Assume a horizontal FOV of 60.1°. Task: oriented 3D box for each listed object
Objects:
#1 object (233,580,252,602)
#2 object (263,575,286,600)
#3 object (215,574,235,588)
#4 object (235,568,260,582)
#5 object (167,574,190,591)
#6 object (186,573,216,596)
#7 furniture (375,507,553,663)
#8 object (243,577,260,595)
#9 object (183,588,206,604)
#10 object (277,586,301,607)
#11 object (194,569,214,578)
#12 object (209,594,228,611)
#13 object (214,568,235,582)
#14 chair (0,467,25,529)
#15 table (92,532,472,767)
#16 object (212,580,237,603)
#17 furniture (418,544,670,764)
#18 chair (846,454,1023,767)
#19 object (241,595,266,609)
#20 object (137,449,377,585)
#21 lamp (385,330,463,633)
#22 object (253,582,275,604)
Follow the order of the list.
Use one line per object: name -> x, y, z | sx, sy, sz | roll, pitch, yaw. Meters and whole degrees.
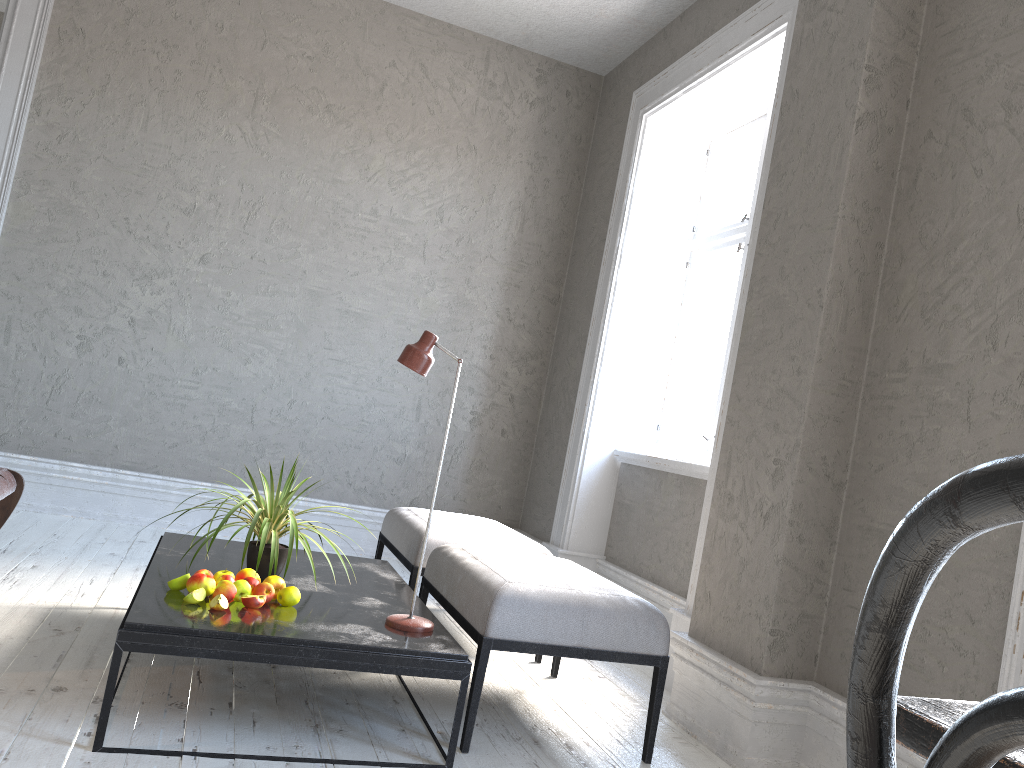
object -> -0.744, 0.567, 2.427 | 0.060, 0.058, 0.062 | 9, -4, 26
object -> -0.680, 0.580, 2.526 | 0.068, 0.066, 0.070 | 11, -3, -13
object -> -0.795, 0.558, 2.458 | 0.057, 0.058, 0.057 | 12, -4, -27
object -> -0.763, 0.566, 2.560 | 0.071, 0.066, 0.070 | 11, -3, -3
object -> -0.905, 0.538, 2.413 | 0.059, 0.053, 0.059 | 11, -3, -12
object -> -0.841, 0.544, 2.395 | 0.074, 0.064, 0.076 | 10, -3, 12
furniture -> -0.235, 0.823, 3.838 | 0.591, 0.476, 0.816 | 12, -3, -18
object -> -0.739, 0.572, 2.495 | 0.059, 0.056, 0.059 | 13, -4, -31
object -> -0.829, 0.555, 2.319 | 0.047, 0.037, 0.067 | 10, -3, 9
object -> -0.622, 0.594, 2.481 | 0.058, 0.055, 0.069 | 8, -4, 39
object -> -0.866, 0.547, 2.475 | 0.057, 0.058, 0.056 | 10, -3, 6
object -> -0.761, 0.568, 2.301 | 0.048, 0.036, 0.060 | 11, -3, -7
object -> -0.819, 0.555, 2.516 | 0.061, 0.063, 0.062 | 10, -3, 13
chair -> -2.326, 0.273, 3.107 | 1.030, 0.721, 0.500 | 12, -4, -19
table -> -0.720, 0.773, 2.769 | 0.860, 0.303, 1.292 | 12, -3, -18
object -> -0.771, 0.557, 2.369 | 0.061, 0.062, 0.062 | 13, -4, -37
furniture -> 0.058, 0.827, 2.911 | 0.591, 0.476, 0.816 | 12, -3, -18
chair -> 0.362, 0.522, 0.345 | 0.557, 0.921, 0.431 | 12, -4, -21
object -> -0.695, 0.583, 2.379 | 0.065, 0.039, 0.065 | 11, -3, -12
object -> -0.769, 0.406, 2.781 | 0.732, 0.420, 0.662 | 11, -3, 0
lamp -> -0.266, 0.267, 2.548 | 0.249, 0.840, 0.139 | 10, -4, 17
object -> -0.688, 0.579, 2.455 | 0.058, 0.058, 0.057 | 13, -4, -35
